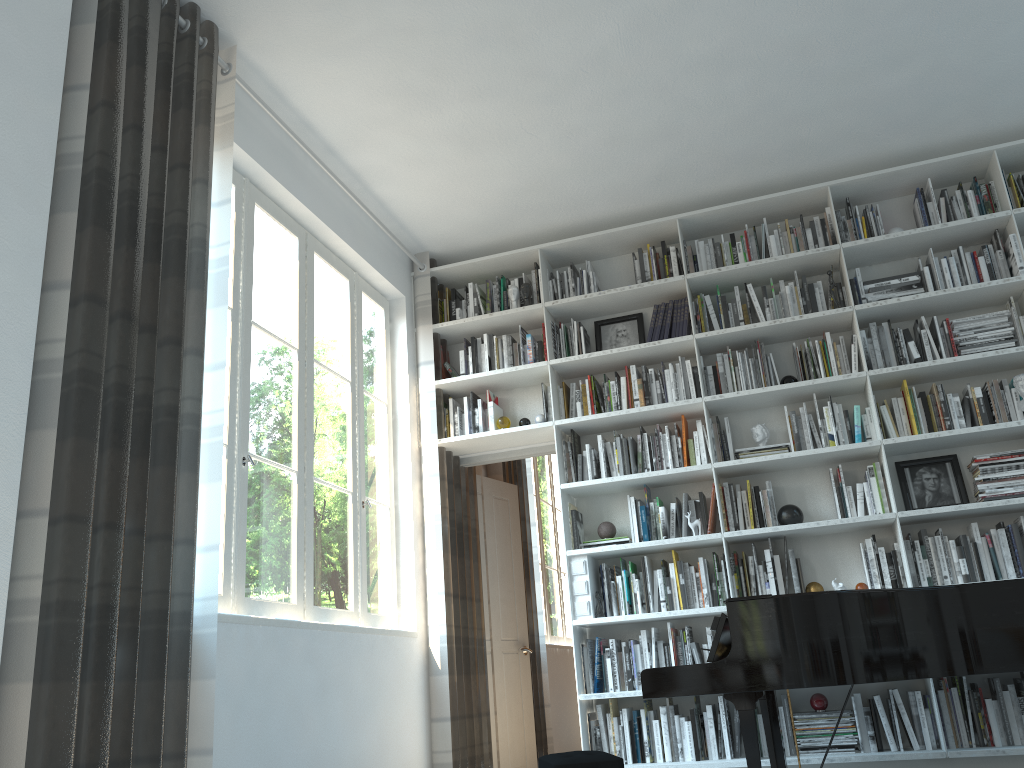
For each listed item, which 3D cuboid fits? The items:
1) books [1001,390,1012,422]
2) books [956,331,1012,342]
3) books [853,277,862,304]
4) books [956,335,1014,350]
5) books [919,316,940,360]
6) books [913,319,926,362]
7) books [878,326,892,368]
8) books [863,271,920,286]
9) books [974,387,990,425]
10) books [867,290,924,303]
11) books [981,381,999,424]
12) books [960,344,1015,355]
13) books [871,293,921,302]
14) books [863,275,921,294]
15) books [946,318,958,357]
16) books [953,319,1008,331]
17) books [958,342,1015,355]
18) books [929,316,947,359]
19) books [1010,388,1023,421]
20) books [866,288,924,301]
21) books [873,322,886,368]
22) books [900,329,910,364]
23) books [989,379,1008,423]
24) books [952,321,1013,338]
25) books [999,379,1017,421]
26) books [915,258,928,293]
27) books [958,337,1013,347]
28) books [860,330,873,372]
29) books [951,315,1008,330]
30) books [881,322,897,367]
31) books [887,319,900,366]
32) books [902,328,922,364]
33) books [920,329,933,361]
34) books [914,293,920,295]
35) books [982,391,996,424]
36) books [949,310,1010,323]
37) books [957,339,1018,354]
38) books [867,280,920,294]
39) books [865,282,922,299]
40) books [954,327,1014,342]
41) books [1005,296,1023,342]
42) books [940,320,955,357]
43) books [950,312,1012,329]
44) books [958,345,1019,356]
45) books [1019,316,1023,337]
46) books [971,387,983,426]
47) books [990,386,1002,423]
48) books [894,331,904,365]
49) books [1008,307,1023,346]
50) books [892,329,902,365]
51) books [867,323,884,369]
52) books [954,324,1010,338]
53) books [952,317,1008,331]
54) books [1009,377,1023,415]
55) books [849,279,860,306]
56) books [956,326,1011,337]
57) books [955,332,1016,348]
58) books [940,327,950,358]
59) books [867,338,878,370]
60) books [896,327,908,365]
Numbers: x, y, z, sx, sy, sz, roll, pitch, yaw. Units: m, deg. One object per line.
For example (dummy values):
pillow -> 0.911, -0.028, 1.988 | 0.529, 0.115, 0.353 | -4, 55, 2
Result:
books -> 2.502, 0.145, 4.509 | 0.022, 0.206, 0.114 | -10, -19, 16
books -> 2.455, -0.224, 4.633 | 0.254, 0.012, 0.161 | -10, -20, 17
books -> 1.909, -0.462, 4.891 | 0.013, 0.217, 0.141 | -10, -19, 16
books -> 2.457, -0.202, 4.624 | 0.254, 0.012, 0.161 | -9, -20, 14
books -> 2.218, -0.201, 4.703 | 0.049, 0.290, 0.162 | -10, -19, 16
books -> 2.172, -0.189, 4.720 | 0.022, 0.284, 0.131 | -10, -19, 16
books -> 1.997, -0.155, 4.751 | 0.025, 0.265, 0.186 | -10, -19, 16
books -> 2.077, -0.547, 4.868 | 0.285, 0.024, 0.160 | -10, -20, 16
books -> 2.383, 0.149, 4.521 | 0.029, 0.223, 0.186 | -10, -19, 16
books -> 2.080, -0.452, 4.829 | 0.285, 0.012, 0.160 | -9, -20, 13
books -> 2.427, 0.128, 4.503 | 0.012, 0.244, 0.186 | -10, -19, 16
books -> 2.461, -0.155, 4.612 | 0.254, 0.012, 0.161 | -10, -20, 16
books -> 2.081, -0.440, 4.825 | 0.254, 0.012, 0.161 | -9, -20, 13
books -> 2.077, -0.526, 4.856 | 0.285, 0.024, 0.160 | -11, -20, 18
books -> 2.300, -0.201, 4.653 | 0.013, 0.246, 0.177 | -10, -19, 16
books -> 2.449, -0.283, 4.645 | 0.254, 0.012, 0.161 | -12, -20, 21
books -> 2.460, -0.167, 4.614 | 0.254, 0.012, 0.161 | -10, -20, 15
books -> 2.248, -0.201, 4.677 | 0.021, 0.268, 0.192 | -10, -19, 16
books -> 2.548, 0.136, 4.486 | 0.035, 0.200, 0.149 | -10, -19, 16
books -> 2.080, -0.462, 4.835 | 0.285, 0.012, 0.160 | -9, -20, 14
books -> 1.985, -0.166, 4.788 | 0.014, 0.312, 0.134 | -10, -19, 16
books -> 2.092, -0.156, 4.729 | 0.011, 0.238, 0.148 | -10, -19, 16
books -> 2.473, 0.120, 4.509 | 0.025, 0.257, 0.151 | -10, -19, 16
books -> 2.452, -0.269, 4.649 | 0.285, 0.012, 0.160 | -10, -20, 15
books -> 2.519, 0.115, 4.505 | 0.024, 0.258, 0.127 | -10, -19, 16
books -> 2.222, -0.536, 4.799 | 0.012, 0.253, 0.161 | -10, -19, 16
books -> 2.457, -0.190, 4.620 | 0.254, 0.012, 0.161 | -11, -20, 18
books -> 1.912, -0.137, 4.785 | 0.026, 0.266, 0.171 | -10, -19, 16
books -> 2.450, -0.305, 4.663 | 0.254, 0.012, 0.161 | -10, -20, 16
books -> 2.027, -0.168, 4.764 | 0.029, 0.294, 0.151 | -10, -19, 16
books -> 2.043, -0.176, 4.753 | 0.011, 0.299, 0.180 | -10, -19, 16
books -> 2.127, -0.162, 4.713 | 0.066, 0.236, 0.154 | -10, -19, 16
books -> 2.194, -0.162, 4.697 | 0.024, 0.216, 0.148 | -10, -19, 16
books -> 2.080, -0.430, 4.817 | 0.254, 0.012, 0.161 | -12, -20, 21
books -> 2.412, 0.155, 4.511 | 0.029, 0.199, 0.179 | -10, -20, 16
books -> 2.447, -0.329, 4.666 | 0.285, 0.012, 0.160 | -11, -20, 18
books -> 2.458, -0.180, 4.614 | 0.285, 0.012, 0.160 | -9, -20, 13
books -> 2.077, -0.504, 4.844 | 0.254, 0.025, 0.161 | -8, -20, 12
books -> 2.078, -0.481, 4.834 | 0.285, 0.024, 0.160 | -12, -20, 21
books -> 2.453, -0.236, 4.633 | 0.285, 0.012, 0.160 | -11, -20, 19
books -> 2.613, -0.282, 4.596 | 0.012, 0.317, 0.140 | -10, -19, 16
books -> 2.291, -0.194, 4.668 | 0.015, 0.244, 0.183 | -10, -19, 16
books -> 2.445, -0.320, 4.656 | 0.285, 0.012, 0.160 | -8, -19, 11
books -> 2.462, -0.144, 4.607 | 0.285, 0.012, 0.160 | -10, -20, 17
books -> 2.636, -0.229, 4.569 | 0.030, 0.198, 0.172 | -10, -20, 16
books -> 2.368, 0.150, 4.538 | 0.010, 0.233, 0.175 | -10, -19, 16
books -> 2.456, 0.143, 4.529 | 0.025, 0.229, 0.143 | -10, -19, 16
books -> 2.068, -0.147, 4.738 | 0.014, 0.232, 0.147 | -10, -19, 16
books -> 2.599, -0.254, 4.575 | 0.012, 0.253, 0.161 | -10, -19, 16
books -> 2.056, -0.154, 4.744 | 0.011, 0.251, 0.153 | -10, -19, 16
books -> 1.961, -0.161, 4.774 | 0.026, 0.296, 0.180 | -10, -19, 16
books -> 2.452, -0.259, 4.643 | 0.254, 0.012, 0.161 | -11, -20, 18
books -> 2.449, -0.295, 4.655 | 0.254, 0.012, 0.161 | -11, -20, 18
books -> 2.572, 0.106, 4.497 | 0.014, 0.262, 0.135 | -10, -19, 16
books -> 1.887, -0.455, 4.882 | 0.027, 0.200, 0.168 | -10, -19, 16
books -> 2.452, -0.248, 4.637 | 0.254, 0.012, 0.161 | -9, -20, 13
books -> 2.456, -0.212, 4.630 | 0.285, 0.012, 0.160 | -10, -20, 17
books -> 2.276, -0.175, 4.676 | 0.024, 0.215, 0.133 | -10, -19, 16
books -> 1.943, -0.119, 4.786 | 0.027, 0.227, 0.148 | -10, -19, 16
books -> 2.079, -0.159, 4.734 | 0.014, 0.249, 0.173 | -10, -19, 16
